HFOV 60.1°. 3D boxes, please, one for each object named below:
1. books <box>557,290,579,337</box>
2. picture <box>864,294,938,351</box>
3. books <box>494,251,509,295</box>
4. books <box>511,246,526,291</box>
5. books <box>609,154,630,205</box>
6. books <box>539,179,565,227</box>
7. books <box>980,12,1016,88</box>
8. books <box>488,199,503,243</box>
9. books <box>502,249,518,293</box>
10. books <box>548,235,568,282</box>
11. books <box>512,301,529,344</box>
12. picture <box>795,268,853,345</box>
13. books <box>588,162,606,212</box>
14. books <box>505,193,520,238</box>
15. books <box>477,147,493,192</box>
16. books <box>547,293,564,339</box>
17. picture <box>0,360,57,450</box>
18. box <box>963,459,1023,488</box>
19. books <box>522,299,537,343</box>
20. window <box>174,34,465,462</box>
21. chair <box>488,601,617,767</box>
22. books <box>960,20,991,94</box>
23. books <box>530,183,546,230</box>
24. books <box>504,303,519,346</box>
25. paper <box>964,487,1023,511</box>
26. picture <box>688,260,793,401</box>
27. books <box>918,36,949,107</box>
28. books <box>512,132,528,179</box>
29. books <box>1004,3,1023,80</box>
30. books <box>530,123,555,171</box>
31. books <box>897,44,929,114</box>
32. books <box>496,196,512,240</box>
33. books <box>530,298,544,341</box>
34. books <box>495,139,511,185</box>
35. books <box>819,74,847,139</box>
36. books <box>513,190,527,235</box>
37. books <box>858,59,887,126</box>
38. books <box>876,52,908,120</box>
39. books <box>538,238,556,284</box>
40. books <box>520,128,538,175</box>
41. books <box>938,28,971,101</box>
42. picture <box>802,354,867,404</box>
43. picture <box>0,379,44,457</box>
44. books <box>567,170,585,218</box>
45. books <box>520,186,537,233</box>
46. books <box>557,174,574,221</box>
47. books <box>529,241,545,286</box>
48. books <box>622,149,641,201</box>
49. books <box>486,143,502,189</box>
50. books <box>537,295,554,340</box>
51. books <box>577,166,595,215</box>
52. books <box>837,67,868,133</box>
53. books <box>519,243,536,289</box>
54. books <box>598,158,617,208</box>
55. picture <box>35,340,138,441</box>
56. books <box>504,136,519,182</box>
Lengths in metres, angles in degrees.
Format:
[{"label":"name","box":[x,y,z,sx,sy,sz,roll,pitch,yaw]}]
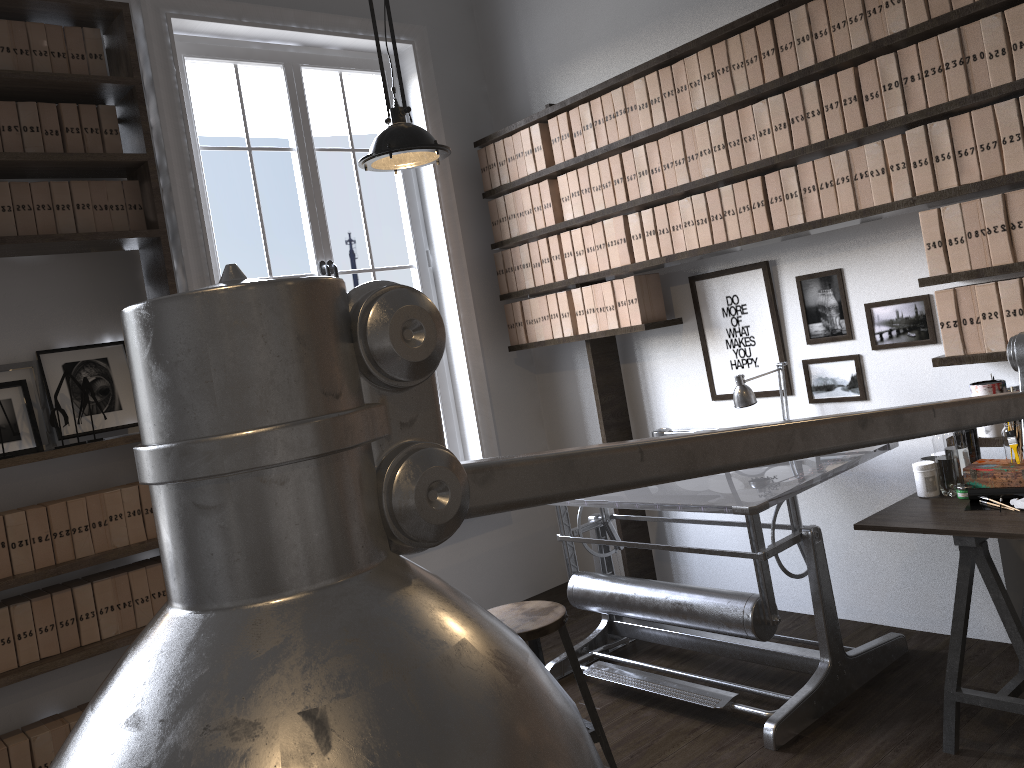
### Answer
[{"label":"books","box":[0.325,-0.354,4.391,0.175,0.226,0.066,-10,0,-40]},{"label":"picture","box":[1.461,-0.230,3.331,0.023,0.183,0.250,-9,1,-40]},{"label":"books","box":[0.006,-0.596,4.718,0.175,0.226,0.066,-10,0,-40]},{"label":"books","box":[0.098,-0.607,4.616,0.175,0.226,0.066,-10,0,-40]},{"label":"books","box":[0.540,-0.926,4.022,0.175,0.226,0.066,-10,0,-40]},{"label":"books","box":[0.237,-0.898,4.394,0.175,0.226,0.066,-10,0,-40]},{"label":"books","box":[1.562,-1.041,2.790,0.175,0.225,0.066,-10,0,-40]},{"label":"books","box":[-0.024,-0.868,4.708,0.175,0.226,0.066,-10,0,-40]},{"label":"books","box":[0.053,-0.602,4.670,0.175,0.226,0.066,-10,0,-40]},{"label":"books","box":[0.283,-0.628,4.394,0.175,0.225,0.066,-10,0,-40]},{"label":"books","box":[0.104,-0.329,4.656,0.175,0.226,0.066,-10,0,-40]},{"label":"picture","box":[1.256,-0.309,3.561,0.022,0.284,0.200,-9,0,-40]},{"label":"books","box":[0.454,-0.916,4.130,0.175,0.225,0.066,-10,0,-40]},{"label":"books","box":[0.065,-0.878,4.598,0.175,0.225,0.066,-10,0,-40]},{"label":"books","box":[-0.081,-1.140,4.713,0.175,0.226,0.066,-10,0,-40]},{"label":"books","box":[0.277,-0.348,4.444,0.175,0.226,0.066,-10,0,-40]},{"label":"picture","box":[-1.995,0.115,3.351,0.436,0.361,0.095,-11,1,-40]},{"label":"box","box":[1.508,0.282,2.688,0.138,0.083,0.211,-11,3,-40]},{"label":"books","box":[0.155,-0.335,4.603,0.175,0.225,0.066,-10,0,-40]},{"label":"window","box":[-0.880,-0.479,4.219,1.250,2.310,0.152,-10,0,-40]},{"label":"chair","box":[0.055,0.985,2.753,0.360,0.528,0.370,-10,1,-31]},{"label":"books","box":[1.523,-1.037,2.840,0.175,0.225,0.066,-10,0,-40]},{"label":"books","box":[0.192,-0.893,4.449,0.175,0.226,0.066,-10,0,-40]},{"label":"books","box":[0.060,-0.324,4.717,0.175,0.226,0.066,-10,0,-40]},{"label":"paper","box":[1.406,0.331,2.576,0.154,0.038,0.138,-8,3,35]},{"label":"picture","box":[0.993,-0.221,3.873,0.040,0.575,0.413,-9,0,-40]},{"label":"books","box":[1.439,-1.027,2.943,0.175,0.226,0.066,-10,0,-40]},{"label":"books","box":[0.104,-1.161,4.499,0.175,0.226,0.066,-10,0,-40]},{"label":"books","box":[1.606,-1.046,2.734,0.175,0.226,0.066,-10,0,-40]},{"label":"books","box":[0.193,-1.171,4.388,0.175,0.225,0.066,-10,0,-40]},{"label":"books","box":[1.394,-1.022,2.997,0.175,0.226,0.066,-10,0,-40]},{"label":"books","box":[0.017,-0.873,4.652,0.175,0.226,0.066,-10,0,-40]},{"label":"books","box":[0.194,-0.339,4.551,0.175,0.225,0.066,-10,0,-40]},{"label":"books","box":[0.014,-1.151,4.605,0.175,0.226,0.066,-10,0,-40]},{"label":"books","box":[1.210,-1.002,3.221,0.175,0.225,0.066,-10,0,-40]},{"label":"books","box":[0.106,-0.883,4.550,0.175,0.225,0.066,-10,0,-40]},{"label":"books","box":[1.305,-1.012,3.106,0.175,0.226,0.066,-10,0,-40]},{"label":"books","box":[1.346,-1.017,3.049,0.175,0.226,0.066,-10,0,-40]},{"label":"books","box":[0.231,-0.622,4.447,0.175,0.226,0.066,-10,0,-40]},{"label":"books","box":[0.145,-1.166,4.443,0.175,0.226,0.066,-10,0,-40]},{"label":"books","box":[1.477,-1.031,2.888,0.175,0.226,0.066,-10,0,-40]},{"label":"picture","box":[1.298,-0.019,3.566,0.023,0.183,0.250,-9,1,-40]},{"label":"picture","box":[-1.953,0.144,3.327,0.291,0.290,0.126,-11,1,-40]},{"label":"books","box":[0.364,-0.906,4.231,0.175,0.226,0.066,-10,0,-40]},{"label":"books","box":[0.144,-0.887,4.496,0.175,0.226,0.066,-10,0,-40]},{"label":"books","box":[0.321,-0.901,4.289,0.175,0.226,0.066,-10,0,-40]},{"label":"books","box":[0.188,-0.617,4.508,0.175,0.226,0.066,-10,0,-40]},{"label":"books","box":[0.591,-0.932,3.968,0.175,0.226,0.066,-10,0,-40]},{"label":"books","box":[-0.035,-1.145,4.658,0.175,0.226,0.066,-10,0,-40]},{"label":"books","box":[0.231,-0.343,4.500,0.175,0.226,0.066,-10,0,-40]},{"label":"books","box":[0.410,-0.911,4.176,0.175,0.226,0.066,-10,0,-40]},{"label":"books","box":[1.253,-1.006,3.160,0.175,0.226,0.066,-10,0,-40]},{"label":"books","box":[0.139,-0.611,4.559,0.175,0.226,0.066,-10,0,-40]},{"label":"books","box":[0.497,-0.921,4.082,0.175,0.225,0.066,-10,0,-40]},{"label":"picture","box":[-1.691,0.018,3.577,0.344,0.364,0.160,-11,1,-40]},{"label":"books","box":[0.061,-1.157,4.554,0.175,0.226,0.066,-10,0,-40]}]
